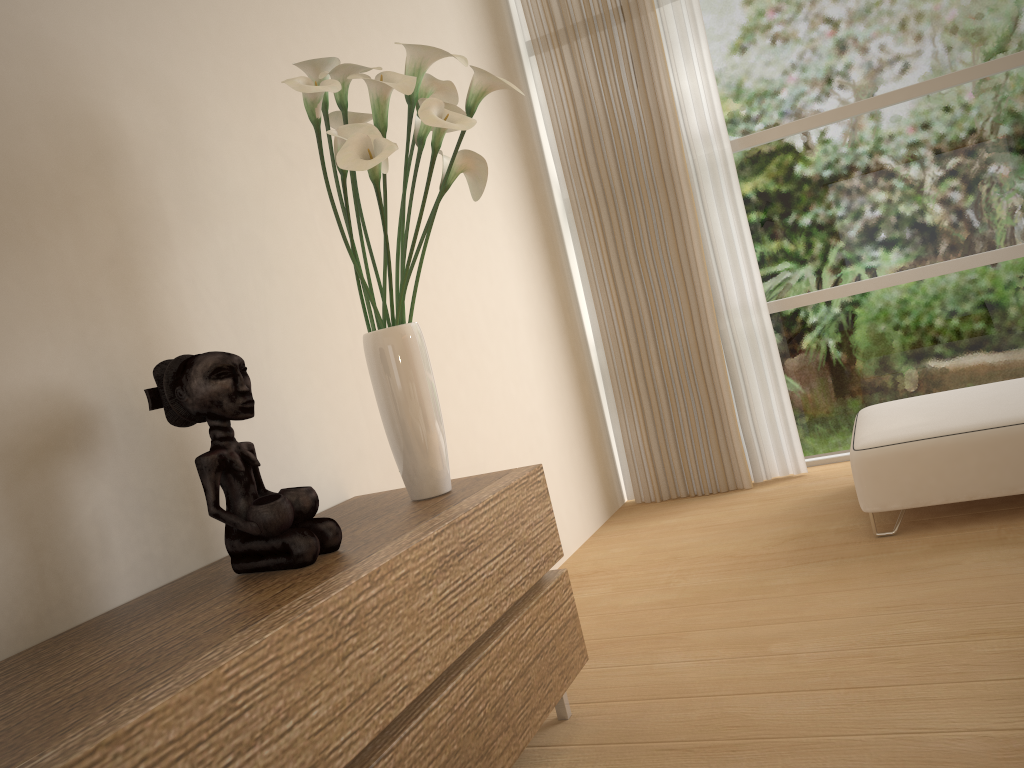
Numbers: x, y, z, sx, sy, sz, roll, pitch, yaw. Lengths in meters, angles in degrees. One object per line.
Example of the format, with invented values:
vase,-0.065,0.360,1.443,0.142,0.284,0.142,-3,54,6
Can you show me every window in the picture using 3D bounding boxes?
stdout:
window,2.442,-1.498,3.944,4.781,3.371,0.071,-12,3,24

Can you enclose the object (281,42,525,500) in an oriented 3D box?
object,-0.195,-0.282,2.102,0.515,1.085,0.608,-14,3,-18

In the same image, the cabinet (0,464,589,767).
cabinet,-0.811,0.836,0.724,0.588,0.662,3.713,-12,3,24

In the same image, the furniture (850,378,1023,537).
furniture,1.829,0.232,3.397,0.965,0.346,0.964,-12,3,24

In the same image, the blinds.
blinds,0.642,-1.082,4.470,0.950,3.352,0.211,-12,3,22

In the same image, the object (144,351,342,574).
object,-0.527,0.143,1.763,0.282,0.453,0.181,-12,3,24
